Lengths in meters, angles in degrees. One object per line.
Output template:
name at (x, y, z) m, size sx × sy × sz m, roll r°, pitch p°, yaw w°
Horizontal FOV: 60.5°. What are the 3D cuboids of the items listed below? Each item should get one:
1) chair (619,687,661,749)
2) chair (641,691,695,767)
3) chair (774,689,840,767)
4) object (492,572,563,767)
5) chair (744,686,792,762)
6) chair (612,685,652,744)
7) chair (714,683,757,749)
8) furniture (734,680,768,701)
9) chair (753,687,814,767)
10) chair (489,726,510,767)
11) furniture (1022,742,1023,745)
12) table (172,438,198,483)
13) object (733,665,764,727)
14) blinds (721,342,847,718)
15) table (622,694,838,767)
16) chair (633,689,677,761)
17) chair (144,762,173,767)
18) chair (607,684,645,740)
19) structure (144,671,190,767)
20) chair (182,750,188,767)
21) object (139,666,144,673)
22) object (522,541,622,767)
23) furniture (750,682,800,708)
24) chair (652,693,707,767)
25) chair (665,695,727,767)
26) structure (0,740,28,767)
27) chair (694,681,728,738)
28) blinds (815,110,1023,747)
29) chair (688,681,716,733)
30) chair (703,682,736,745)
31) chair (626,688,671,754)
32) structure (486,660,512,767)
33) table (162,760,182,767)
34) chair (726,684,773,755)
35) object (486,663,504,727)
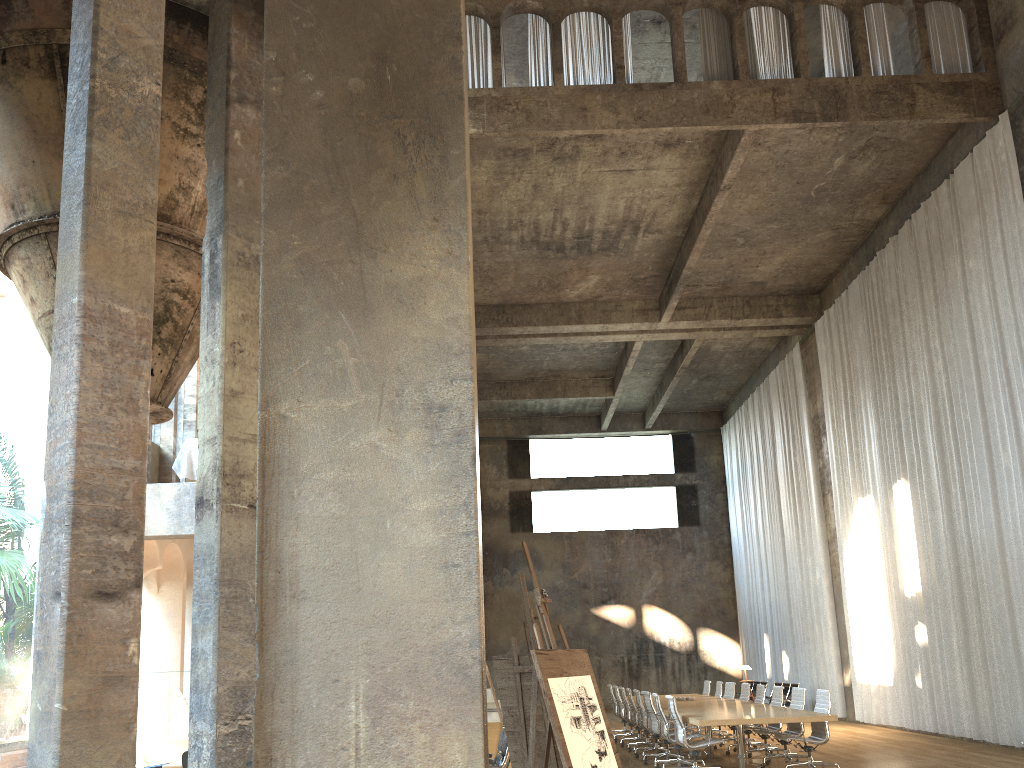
chair at (2.194, 5.735, 15.155) m, size 0.699 × 0.997 × 0.684 m, roll -3°, pitch -13°, yaw 5°
chair at (2.198, 4.881, 12.487) m, size 0.699 × 0.997 × 0.684 m, roll -2°, pitch -13°, yaw -1°
chair at (0.774, 4.411, 10.825) m, size 12.948 × 1.004 × 32.457 m, roll -2°, pitch -18°, yaw -1°
object at (0.209, 2.426, 6.264) m, size 0.708 × 2.088 × 0.696 m, roll -9°, pitch -13°, yaw 31°
chair at (3.604, 4.874, 12.631) m, size 0.699 × 0.997 × 0.684 m, roll -3°, pitch -13°, yaw 5°
chair at (2.189, 6.023, 16.058) m, size 0.699 × 0.997 × 0.684 m, roll -3°, pitch -13°, yaw 3°
chair at (3.598, 5.434, 14.382) m, size 0.699 × 0.997 × 0.684 m, roll -3°, pitch -13°, yaw 5°
furniture at (5.924, 7.968, 22.297) m, size 0.708 × 0.818 × 1.928 m, roll -2°, pitch -17°, yaw -1°
chair at (3.609, 4.585, 11.728) m, size 0.699 × 0.997 × 0.684 m, roll -3°, pitch -13°, yaw 3°
chair at (-0.355, 3.722, 8.345) m, size 0.820 × 0.868 × 0.751 m, roll -1°, pitch -14°, yaw -4°
furniture at (6.029, 3.682, 8.905) m, size 0.708 × 0.818 × 1.928 m, roll -2°, pitch -17°, yaw -1°
table at (-3.960, 1.239, 12.849) m, size 1.749 × 0.780 × 1.149 m, roll -2°, pitch -15°, yaw -1°
object at (4.795, 6.492, 18.238) m, size 0.576 × 1.262 × 0.670 m, roll -10°, pitch -14°, yaw 32°
blinds at (6.892, 4.306, 23.578) m, size 0.275 × 8.406 × 8.060 m, roll -2°, pitch -14°, yaw -2°
table at (2.941, 5.406, 13.802) m, size 1.601 × 0.737 × 7.948 m, roll -2°, pitch -18°, yaw -1°
chair at (2.201, 5.175, 13.404) m, size 0.699 × 0.997 × 0.684 m, roll -3°, pitch -13°, yaw 5°
chair at (-3.397, 3.832, 8.329) m, size 0.820 × 0.868 × 0.751 m, roll -1°, pitch -14°, yaw -6°
chair at (2.188, 6.322, 16.991) m, size 0.699 × 0.997 × 0.684 m, roll -3°, pitch -13°, yaw 5°
structure at (-4.205, 4.429, 11.140) m, size 0.594 × 1.505 × 0.763 m, roll -2°, pitch -12°, yaw -1°
chair at (-2.418, 3.558, 7.587) m, size 0.729 × 0.868 × 0.845 m, roll -2°, pitch -14°, yaw 0°
object at (-4.864, 3.667, 10.781) m, size 0.688 × 0.914 × 0.884 m, roll 0°, pitch -14°, yaw -10°
object at (0.321, 1.828, 4.406) m, size 0.689 × 2.088 × 0.715 m, roll -8°, pitch -13°, yaw 25°
furniture at (5.933, 7.216, 19.948) m, size 0.708 × 0.818 × 1.928 m, roll -2°, pitch -17°, yaw -1°
chair at (2.210, 4.612, 11.644) m, size 0.700 × 0.997 × 0.683 m, roll -4°, pitch -13°, yaw 8°
chair at (2.249, 4.338, 10.794) m, size 0.699 × 0.997 × 0.684 m, roll -3°, pitch -13°, yaw 5°
structure at (-4.289, 3.290, 6.723) m, size 0.735 × 0.987 × 0.765 m, roll -2°, pitch -13°, yaw -1°
chair at (3.580, 5.997, 16.142) m, size 0.700 × 0.997 × 0.683 m, roll -4°, pitch -13°, yaw 8°
blinds at (6.924, 1.577, 15.047) m, size 0.275 × 8.406 × 8.059 m, roll -2°, pitch -14°, yaw 0°
chair at (3.547, 6.270, 16.992) m, size 0.699 × 0.997 × 0.684 m, roll -3°, pitch -13°, yaw 5°
chair at (3.583, 5.728, 15.300) m, size 0.699 × 0.997 × 0.684 m, roll -2°, pitch -13°, yaw -1°
chair at (2.200, 5.452, 14.271) m, size 0.700 × 0.997 × 0.683 m, roll -4°, pitch -13°, yaw 8°
structure at (-0.287, 4.581, 12.083) m, size 0.594 × 1.505 × 0.763 m, roll -2°, pitch -12°, yaw -1°
table at (-1.905, 3.870, 8.324) m, size 2.409 × 0.681 × 1.138 m, roll -2°, pitch -16°, yaw -1°
chair at (3.598, 5.157, 13.516) m, size 0.700 × 0.997 × 0.683 m, roll -4°, pitch -13°, yaw 8°
object at (-0.273, 4.040, 11.255) m, size 0.684 × 2.088 × 0.720 m, roll -2°, pitch -11°, yaw -2°
